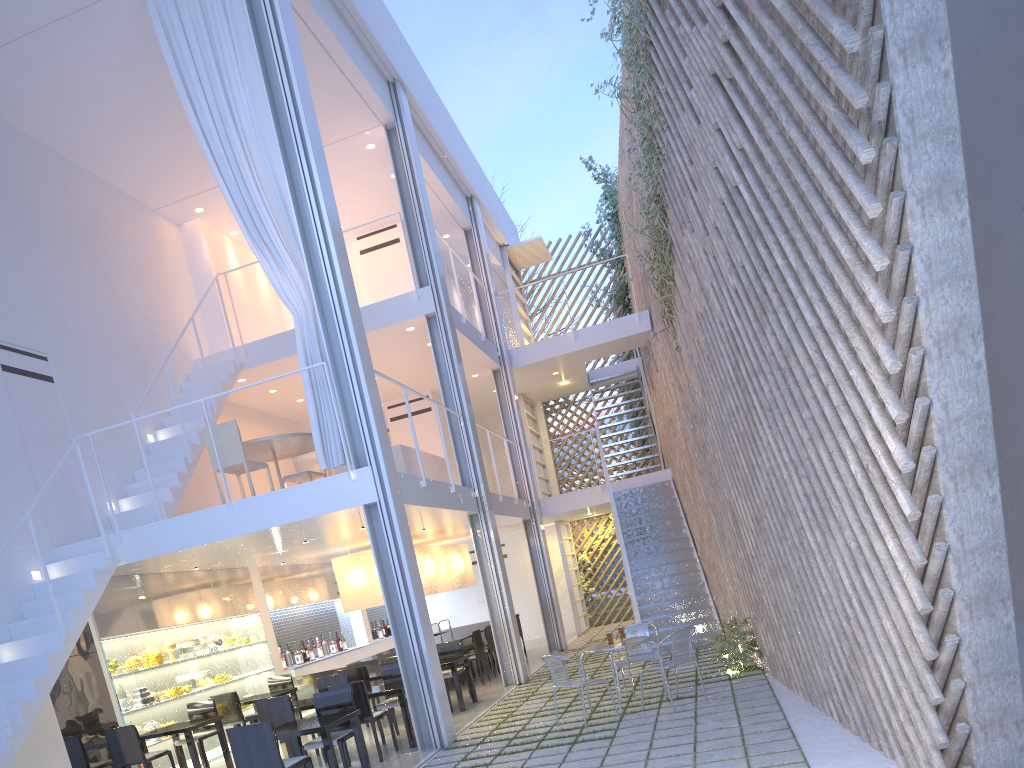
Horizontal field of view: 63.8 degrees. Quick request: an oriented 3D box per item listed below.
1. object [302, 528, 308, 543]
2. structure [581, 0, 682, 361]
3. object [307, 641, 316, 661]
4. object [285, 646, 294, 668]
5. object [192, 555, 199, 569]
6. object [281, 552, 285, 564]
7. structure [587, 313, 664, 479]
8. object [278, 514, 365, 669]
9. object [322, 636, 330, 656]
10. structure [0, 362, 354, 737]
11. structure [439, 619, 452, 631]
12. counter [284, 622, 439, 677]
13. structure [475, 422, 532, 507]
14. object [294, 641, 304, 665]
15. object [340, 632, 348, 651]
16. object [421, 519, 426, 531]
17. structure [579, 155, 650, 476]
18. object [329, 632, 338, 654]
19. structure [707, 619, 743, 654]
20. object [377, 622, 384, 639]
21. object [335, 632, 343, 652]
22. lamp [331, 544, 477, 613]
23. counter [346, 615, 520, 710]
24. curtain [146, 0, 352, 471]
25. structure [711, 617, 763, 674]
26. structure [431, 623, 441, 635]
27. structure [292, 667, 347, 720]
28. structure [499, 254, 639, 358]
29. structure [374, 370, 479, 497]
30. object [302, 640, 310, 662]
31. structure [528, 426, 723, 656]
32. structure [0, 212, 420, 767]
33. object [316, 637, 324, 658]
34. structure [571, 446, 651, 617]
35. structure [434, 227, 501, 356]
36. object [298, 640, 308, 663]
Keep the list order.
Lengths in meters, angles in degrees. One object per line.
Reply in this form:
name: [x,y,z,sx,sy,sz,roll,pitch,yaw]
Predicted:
object: [-1.104,0.803,4.366,0.030,0.080,0.027,-9,7,24]
structure: [0.904,-1.363,4.644,0.749,2.734,2.333,-11,-1,3]
object: [-1.979,1.975,5.788,0.059,0.289,2.422,-10,-12,12]
object: [-2.017,1.967,5.713,0.047,0.285,1.866,-10,-12,12]
object: [-1.750,0.982,4.536,0.030,0.080,0.027,-9,7,24]
object: [-1.533,1.161,5.489,0.030,0.080,0.027,-9,7,24]
structure: [1.074,0.122,8.251,0.543,1.899,1.229,-11,2,6]
object: [-1.334,1.475,5.392,1.702,0.815,1.841,-14,-9,10]
object: [-1.643,2.303,7.231,0.044,0.189,0.046,-16,9,-30]
structure: [-1.490,0.835,3.432,1.392,1.802,1.407,-12,0,12]
structure: [-0.652,2.357,8.013,0.115,0.125,0.033,-12,7,14]
counter: [-1.355,2.779,8.178,0.236,0.427,3.630,-11,-12,11]
structure: [-0.076,0.673,6.562,0.028,0.546,1.698,-10,-10,11]
object: [-1.976,1.972,5.770,0.047,0.285,1.991,-10,-12,11]
object: [-1.551,2.368,7.577,0.041,0.184,0.041,-14,8,-17]
object: [-0.567,0.894,5.233,0.030,0.080,0.027,-9,7,24]
structure: [1.502,0.100,9.741,1.134,4.555,3.224,-10,1,9]
object: [-1.602,2.314,7.347,0.047,0.205,0.044,-10,8,14]
structure: [1.346,1.566,5.074,0.274,0.262,0.256,-13,-2,20]
object: [-1.356,2.534,8.451,0.041,0.184,0.041,-14,8,-17]
object: [-1.583,2.354,7.513,0.045,0.196,0.044,-11,8,4]
lamp: [-0.858,1.672,7.239,0.456,0.417,2.302,-12,-12,11]
counter: [-0.546,2.425,7.325,0.830,0.369,2.514,-14,-13,11]
curtain: [-1.218,-0.742,3.884,0.523,2.448,0.092,-10,9,10]
structure: [1.216,1.410,4.444,0.295,0.325,0.316,-12,-2,-3]
structure: [-0.726,2.296,7.689,0.115,0.125,0.033,-12,7,14]
structure: [-1.473,2.387,6.300,0.568,0.374,0.011,-14,8,14]
structure: [0.489,-0.669,7.150,1.164,0.575,0.026,-14,8,14]
structure: [-0.479,0.341,4.793,0.028,0.546,1.696,-10,-10,11]
object: [-1.984,1.996,5.866,0.068,0.285,2.140,-10,-12,11]
structure: [0.814,1.188,6.594,1.197,1.966,1.944,-11,-2,5]
structure: [-1.621,0.426,4.094,1.761,3.318,3.604,-11,-3,11]
object: [-1.664,2.278,7.108,0.044,0.188,0.041,-10,8,13]
structure: [1.143,1.741,9.315,1.166,2.021,0.276,-11,8,14]
structure: [-0.348,-0.682,6.352,0.028,0.546,1.698,-10,-10,11]
object: [-1.966,1.980,5.815,0.108,0.285,2.064,-10,-12,13]
